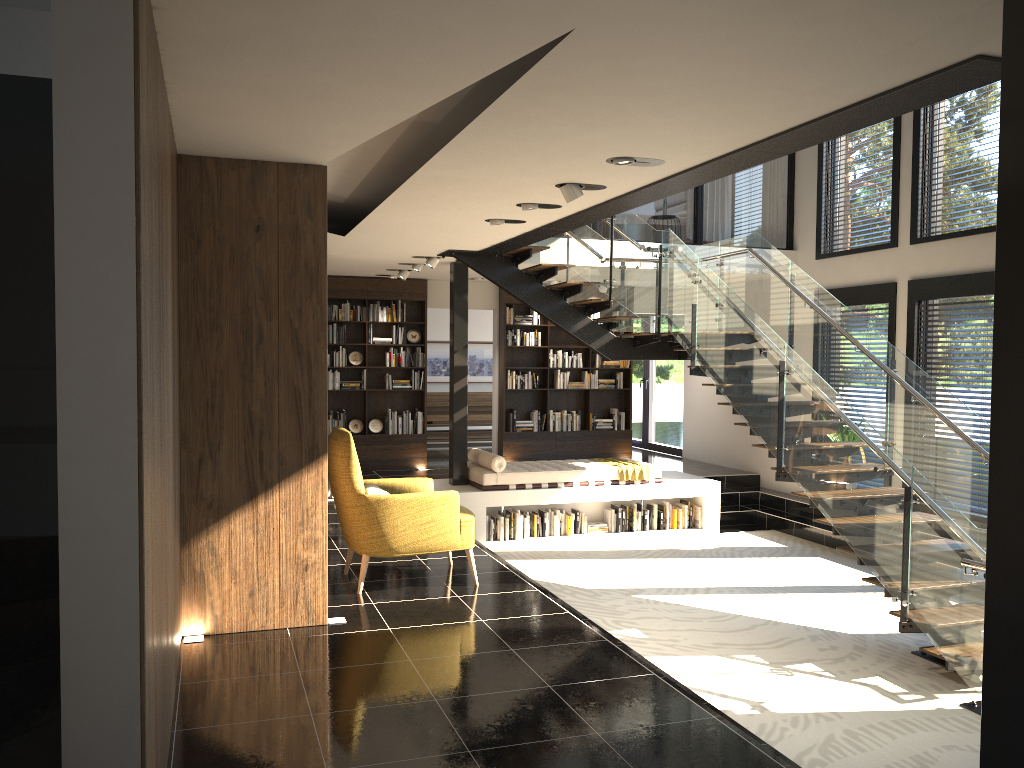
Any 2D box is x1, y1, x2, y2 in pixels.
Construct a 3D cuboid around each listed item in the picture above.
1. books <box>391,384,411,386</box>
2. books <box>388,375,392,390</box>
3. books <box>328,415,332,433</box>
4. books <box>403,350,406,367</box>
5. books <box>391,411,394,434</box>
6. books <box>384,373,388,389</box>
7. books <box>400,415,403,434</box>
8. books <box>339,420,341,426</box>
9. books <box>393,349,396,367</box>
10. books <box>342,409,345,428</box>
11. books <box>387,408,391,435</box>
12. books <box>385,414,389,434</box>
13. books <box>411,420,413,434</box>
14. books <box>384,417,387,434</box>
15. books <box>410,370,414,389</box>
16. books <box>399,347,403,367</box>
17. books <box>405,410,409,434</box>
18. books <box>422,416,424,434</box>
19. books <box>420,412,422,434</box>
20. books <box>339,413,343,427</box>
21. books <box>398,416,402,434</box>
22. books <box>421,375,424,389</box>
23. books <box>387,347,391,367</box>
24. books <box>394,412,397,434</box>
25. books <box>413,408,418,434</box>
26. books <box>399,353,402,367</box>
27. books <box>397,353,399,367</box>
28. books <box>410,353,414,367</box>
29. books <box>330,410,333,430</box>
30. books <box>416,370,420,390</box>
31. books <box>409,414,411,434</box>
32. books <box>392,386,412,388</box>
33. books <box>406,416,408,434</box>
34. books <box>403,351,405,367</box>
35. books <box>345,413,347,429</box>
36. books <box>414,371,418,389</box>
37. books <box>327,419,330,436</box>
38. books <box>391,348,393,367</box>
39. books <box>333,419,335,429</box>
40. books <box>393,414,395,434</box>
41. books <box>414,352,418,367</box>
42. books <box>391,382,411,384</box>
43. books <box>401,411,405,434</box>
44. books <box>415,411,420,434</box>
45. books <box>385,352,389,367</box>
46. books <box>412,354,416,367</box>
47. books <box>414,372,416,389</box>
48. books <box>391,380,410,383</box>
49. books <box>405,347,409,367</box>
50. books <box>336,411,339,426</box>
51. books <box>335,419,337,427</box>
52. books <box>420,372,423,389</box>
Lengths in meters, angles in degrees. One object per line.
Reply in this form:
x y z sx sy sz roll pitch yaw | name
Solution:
-1.578 0.011 12.555 0.263 0.030 0.159 0 2 -21 | books
-1.730 -0.027 12.479 0.036 0.206 0.215 0 2 -19 | books
-2.514 0.566 12.243 0.017 0.282 0.232 0 2 -19 | books
-1.524 -0.360 12.530 0.030 0.239 0.146 0 2 -19 | books
-1.695 0.547 12.535 0.019 0.317 0.122 0 3 -19 | books
-1.769 -0.037 12.496 0.028 0.224 0.161 0 2 -19 | books
-1.571 0.575 12.577 0.025 0.260 0.114 0 2 -19 | books
-2.400 0.602 12.304 0.033 0.209 0.192 0 2 -19 | books
-1.656 -0.367 12.466 0.014 0.253 0.169 0 2 -19 | books
-2.336 0.530 12.278 0.019 0.357 0.234 0 2 -19 | books
-1.731 0.527 12.476 0.017 0.360 0.189 0 2 -19 | books
-1.764 0.567 12.511 0.024 0.278 0.135 0 2 -19 | books
-1.443 0.607 12.629 0.032 0.195 0.134 0 2 -19 | books
-1.788 0.583 12.512 0.023 0.245 0.135 0 2 -19 | books
-1.424 -0.064 12.588 0.014 0.279 0.202 0 2 -19 | books
-1.568 -0.381 12.501 0.020 0.281 0.153 0 2 -19 | books
-1.484 0.540 12.580 0.016 0.332 0.195 0 2 -19 | books
-1.286 0.582 12.661 0.029 0.247 0.139 0 2 -19 | books
-1.310 0.552 12.641 0.029 0.307 0.149 0 2 -19 | books
-2.365 0.555 12.294 0.027 0.304 0.204 0 2 -19 | books
-1.597 0.578 12.555 0.037 0.256 0.145 0 2 -19 | books
-1.281 -0.027 12.648 0.021 0.204 0.169 0 2 -19 | books
-1.725 -0.381 12.463 0.025 0.281 0.145 0 2 -19 | books
-1.655 0.545 12.533 0.019 0.321 0.161 0 2 -19 | books
-1.388 0.528 12.616 0.065 0.354 0.164 0 2 -19 | books
-1.586 -0.337 12.474 0.032 0.195 0.182 0 2 -19 | books
-1.622 -0.341 12.492 0.026 0.200 0.154 0 2 -19 | books
-1.432 -0.340 12.565 0.060 0.196 0.119 0 2 -19 | books
-2.492 0.538 12.231 0.016 0.341 0.217 0 2 -19 | books
-1.334 -0.058 12.603 0.013 0.267 0.177 0 2 -19 | books
-1.468 0.559 12.587 0.018 0.292 0.191 0 2 -19 | books
-1.575 0.041 12.547 0.271 0.028 0.174 0 2 -23 | books
-1.508 0.580 12.593 0.022 0.250 0.144 0 2 -19 | books
-1.543 -0.350 12.499 0.027 0.219 0.139 0 2 -19 | books
-2.314 0.549 12.310 0.042 0.316 0.193 0 2 -19 | books
-1.373 -0.054 12.640 0.038 0.257 0.138 0 2 -19 | books
-2.538 0.596 12.248 0.026 0.222 0.209 0 2 -19 | books
-1.699 -0.376 12.453 0.019 0.272 0.175 0 2 -19 | books
-2.481 0.595 12.277 0.034 0.223 0.208 0 2 -19 | books
-1.678 0.561 12.543 0.019 0.289 0.145 0 2 -19 | books
-1.360 -0.345 12.560 0.020 0.209 0.147 0 2 -19 | books
-1.579 -0.013 12.559 0.266 0.019 0.157 0 2 -17 | books
-1.546 0.545 12.559 0.012 0.322 0.177 0 2 -19 | books
-1.342 0.548 12.637 0.035 0.315 0.168 0 2 -19 | books
-1.756 -0.346 12.462 0.033 0.211 0.132 0 2 -19 | books
-1.387 -0.336 12.570 0.026 0.190 0.121 0 2 -19 | books
-1.385 -0.048 12.592 0.014 0.247 0.192 0 2 -19 | books
-1.582 -0.038 12.566 0.239 0.031 0.146 0 2 -19 | books
-1.486 -0.379 12.525 0.037 0.277 0.179 0 2 -19 | books
-2.416 0.546 12.275 0.016 0.322 0.218 0 2 -19 | books
-2.448 0.595 12.288 0.036 0.222 0.173 0 2 -19 | books
-1.304 -0.051 12.608 0.047 0.253 0.210 0 2 -19 | books
